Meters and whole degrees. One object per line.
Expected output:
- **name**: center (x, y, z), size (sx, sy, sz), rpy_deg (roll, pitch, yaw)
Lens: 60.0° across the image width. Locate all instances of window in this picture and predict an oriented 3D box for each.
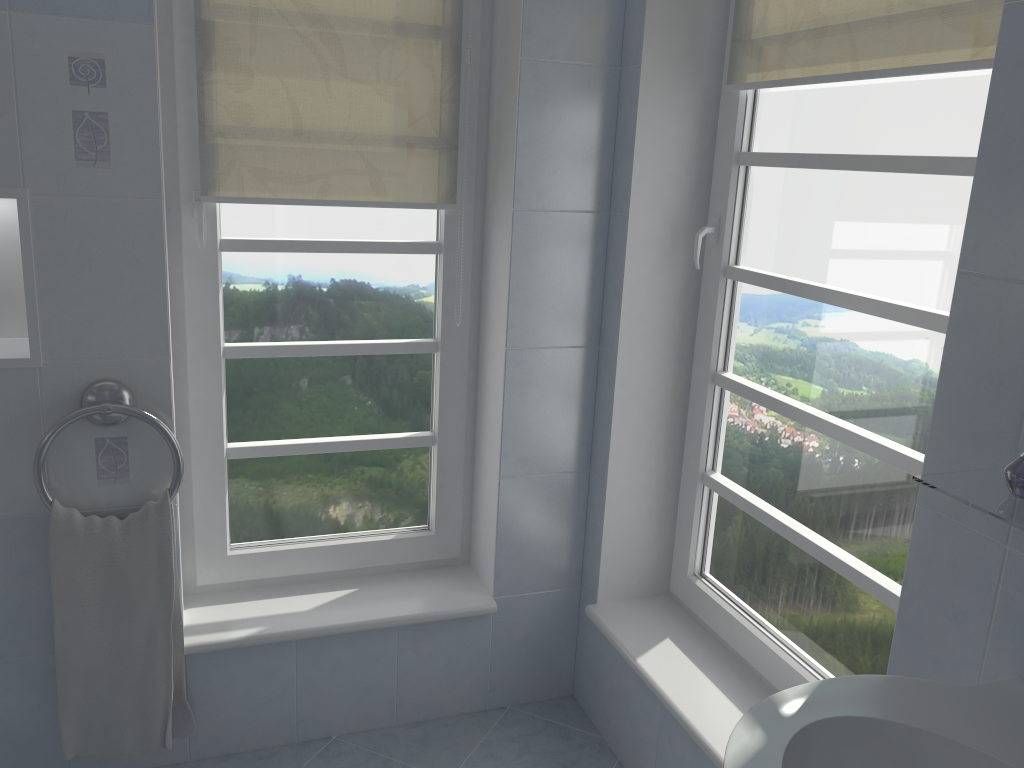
- **window**: center (-0.425, -0.477, 2.120), size (0.758, 2.067, 0.142), rpy_deg (-2, 15, -20)
- **window**: center (0.637, -0.312, 1.695), size (0.142, 2.067, 0.963), rpy_deg (-2, 15, -20)

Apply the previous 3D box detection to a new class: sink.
- **sink**: center (0.482, 0.541, 0.835), size (0.533, 0.489, 0.634), rpy_deg (-2, 15, -20)

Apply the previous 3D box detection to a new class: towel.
- **towel**: center (-0.857, 0.537, 1.955), size (0.280, 0.635, 0.083), rpy_deg (-2, 15, -19)

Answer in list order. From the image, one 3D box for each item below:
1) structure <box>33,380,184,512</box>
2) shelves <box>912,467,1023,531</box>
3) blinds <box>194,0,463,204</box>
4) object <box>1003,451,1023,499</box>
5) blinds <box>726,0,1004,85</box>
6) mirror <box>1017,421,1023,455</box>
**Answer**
- **structure**: center (-0.850, 0.158, 1.877), size (0.291, 0.332, 0.051), rpy_deg (-2, 15, -20)
- **shelves**: center (0.662, 0.201, 0.810), size (0.170, 0.045, 0.620), rpy_deg (-2, 15, -20)
- **blinds**: center (-0.386, -0.915, 1.950), size (0.598, 1.032, 0.046), rpy_deg (-2, 15, -20)
- **object**: center (0.589, 0.082, 0.996), size (0.059, 0.094, 0.059), rpy_deg (15, 19, 40)
- **blinds**: center (0.613, -0.909, 1.525), size (0.046, 0.732, 0.800), rpy_deg (-2, 15, -20)
- **mirror**: center (0.754, -0.163, 0.746), size (0.012, 0.680, 0.620), rpy_deg (-2, 15, -20)
